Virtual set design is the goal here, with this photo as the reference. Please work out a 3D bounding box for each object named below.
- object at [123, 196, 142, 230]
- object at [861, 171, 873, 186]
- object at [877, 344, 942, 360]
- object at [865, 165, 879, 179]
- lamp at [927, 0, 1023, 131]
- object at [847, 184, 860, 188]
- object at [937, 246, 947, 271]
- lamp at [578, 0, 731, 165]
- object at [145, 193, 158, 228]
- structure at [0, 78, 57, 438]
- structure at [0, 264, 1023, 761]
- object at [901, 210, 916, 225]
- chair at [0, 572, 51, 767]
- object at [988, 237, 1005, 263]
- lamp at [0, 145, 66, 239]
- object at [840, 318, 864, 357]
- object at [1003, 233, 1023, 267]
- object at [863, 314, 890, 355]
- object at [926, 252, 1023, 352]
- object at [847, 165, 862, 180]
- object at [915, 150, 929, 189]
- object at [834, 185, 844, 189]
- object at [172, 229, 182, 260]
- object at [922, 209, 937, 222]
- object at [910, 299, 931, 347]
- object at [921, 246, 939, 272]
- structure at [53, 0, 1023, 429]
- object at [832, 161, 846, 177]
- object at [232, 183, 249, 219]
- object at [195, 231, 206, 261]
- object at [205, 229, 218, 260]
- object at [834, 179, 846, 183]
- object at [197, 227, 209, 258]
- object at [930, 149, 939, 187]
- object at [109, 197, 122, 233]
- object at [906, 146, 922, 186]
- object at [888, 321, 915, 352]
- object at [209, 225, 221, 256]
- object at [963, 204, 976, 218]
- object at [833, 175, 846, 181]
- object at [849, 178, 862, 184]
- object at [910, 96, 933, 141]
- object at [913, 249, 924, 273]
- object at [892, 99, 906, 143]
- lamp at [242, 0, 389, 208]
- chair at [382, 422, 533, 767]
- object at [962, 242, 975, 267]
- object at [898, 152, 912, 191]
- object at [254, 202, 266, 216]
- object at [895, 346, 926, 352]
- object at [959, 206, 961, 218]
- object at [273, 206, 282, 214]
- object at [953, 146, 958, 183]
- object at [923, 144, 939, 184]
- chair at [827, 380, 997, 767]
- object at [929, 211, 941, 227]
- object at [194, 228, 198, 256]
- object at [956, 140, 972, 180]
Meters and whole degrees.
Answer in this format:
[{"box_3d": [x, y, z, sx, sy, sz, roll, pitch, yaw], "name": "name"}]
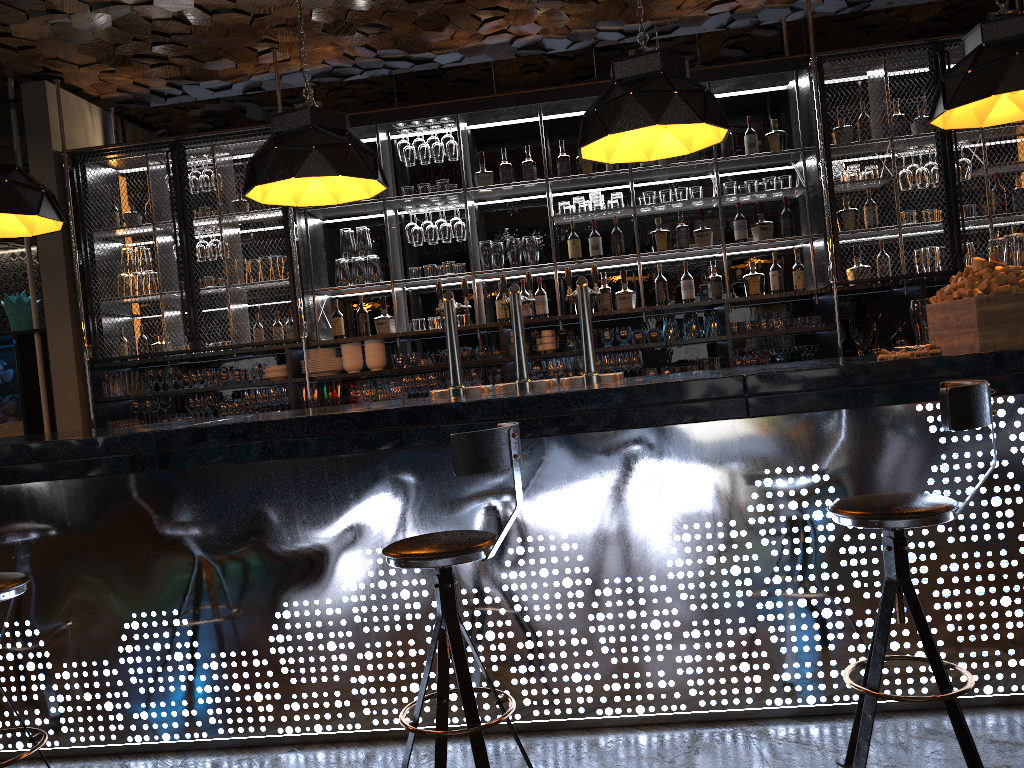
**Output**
[{"box_3d": [-2.761, -1.245, 6.449, 0.108, 0.244, 0.108, -6, 1, -5], "name": "object"}, {"box_3d": [2.420, -1.400, 6.030, 0.089, 0.092, 0.089, -5, 1, 32], "name": "object"}, {"box_3d": [1.352, -0.105, 3.044, 0.198, 0.045, 0.377, -5, 1, 44], "name": "object"}, {"box_3d": [2.381, -1.393, 5.869, 0.089, 0.092, 0.089, -6, 1, -33], "name": "object"}, {"box_3d": [1.868, -1.848, 3.430, 0.582, 1.564, 0.607, -5, 1, 6], "name": "lamp"}, {"box_3d": [2.321, -1.390, 6.046, 0.089, 0.092, 0.089, -6, 1, -33], "name": "object"}, {"box_3d": [2.871, -0.806, 5.872, 0.105, 0.209, 0.105, -6, 1, -9], "name": "object"}, {"box_3d": [0.474, -1.712, 3.454, 0.582, 1.564, 0.607, -5, 1, 6], "name": "lamp"}, {"box_3d": [-2.626, -1.268, 6.449, 0.075, 0.261, 0.075, -6, 1, -35], "name": "object"}, {"box_3d": [-5.329, -0.205, 6.745, 4.269, 3.734, 0.705, -5, 1, 6], "name": "structure"}, {"box_3d": [-0.150, 0.369, 3.562, 6.009, 1.685, 1.214, -5, 1, 6], "name": "structure"}, {"box_3d": [2.612, -1.089, 5.834, 0.089, 0.092, 0.089, -6, 1, -10], "name": "object"}, {"box_3d": [-1.533, 0.814, 2.485, 0.476, 1.108, 0.419, -5, 1, 6], "name": "chair"}, {"box_3d": [1.972, -0.482, 3.572, 0.105, 0.209, 0.105, -5, 1, 31], "name": "object"}, {"box_3d": [-2.286, -1.421, 3.734, 0.582, 1.606, 0.607, -5, 1, 6], "name": "lamp"}, {"box_3d": [2.234, -0.283, 5.892, 0.186, 0.307, 0.186, -5, 1, 12], "name": "object"}, {"box_3d": [1.969, -0.480, 3.455, 0.105, 0.209, 0.105, -5, 1, 31], "name": "object"}, {"box_3d": [2.410, -0.303, 5.874, 0.170, 0.313, 0.170, -6, 1, 0], "name": "object"}, {"box_3d": [1.694, -0.292, 3.101, 0.340, 0.332, 0.464, -5, 1, 9], "name": "object"}, {"box_3d": [2.271, -1.403, 5.892, 0.089, 0.092, 0.089, -5, 1, 32], "name": "object"}, {"box_3d": [2.757, -1.442, 5.968, 0.092, 0.244, 0.092, -6, 1, 0], "name": "object"}, {"box_3d": [2.203, -1.378, 6.020, 0.089, 0.092, 0.089, -5, 1, 29], "name": "object"}, {"box_3d": [-2.388, -0.994, 6.349, 0.081, 0.213, 0.081, -5, 1, 12], "name": "object"}, {"box_3d": [2.769, -1.105, 5.875, 0.089, 0.092, 0.089, -5, 1, 7], "name": "object"}, {"box_3d": [1.715, -0.247, 3.685, 0.105, 0.209, 0.105, -5, 1, 31], "name": "object"}, {"box_3d": [2.746, -0.793, 5.822, 0.105, 0.209, 0.105, -6, 1, -9], "name": "object"}, {"box_3d": [0.305, -0.654, 5.978, 6.750, 3.553, 1.143, -5, 1, 6], "name": "structure"}, {"box_3d": [2.162, -1.420, 5.878, 0.089, 0.092, 0.089, -5, 1, 32], "name": "object"}, {"box_3d": [-1.954, -1.318, 6.378, 0.108, 0.244, 0.108, -6, 1, -5], "name": "object"}, {"box_3d": [-2.278, -1.007, 6.483, 0.081, 0.213, 0.081, -5, 1, 12], "name": "object"}, {"box_3d": [-2.193, -1.015, 6.474, 0.081, 0.213, 0.081, -5, 1, 12], "name": "object"}, {"box_3d": [2.167, -1.372, 5.879, 0.089, 0.092, 0.089, -5, 1, 32], "name": "object"}, {"box_3d": [-2.207, -1.012, 6.331, 0.081, 0.213, 0.081, -5, 1, 12], "name": "object"}, {"box_3d": [2.855, -1.452, 5.958, 0.092, 0.244, 0.092, -6, 1, 0], "name": "object"}, {"box_3d": [-2.912, -1.241, 6.504, 0.075, 0.260, 0.075, -6, 1, -35], "name": "object"}, {"box_3d": [2.632, -1.428, 5.815, 0.092, 0.244, 0.092, -6, 1, 0], "name": "object"}, {"box_3d": [2.548, -0.282, 5.804, 0.158, 0.248, 0.158, -6, 1, 0], "name": "object"}, {"box_3d": [-2.118, -1.020, 6.321, 0.081, 0.213, 0.081, -5, 1, 12], "name": "object"}, {"box_3d": [3.007, -1.127, 5.834, 0.089, 0.092, 0.089, -6, 1, -10], "name": "object"}, {"box_3d": [2.165, -1.394, 5.879, 0.089, 0.092, 0.089, -5, 1, 32], "name": "object"}, {"box_3d": [2.273, -1.383, 5.893, 0.089, 0.092, 0.089, -5, 1, 32], "name": "object"}, {"box_3d": [2.720, -1.766, 5.890, 0.123, 0.279, 0.123, -5, 1, 10], "name": "object"}, {"box_3d": [2.750, -0.795, 5.937, 0.105, 0.209, 0.105, -6, 1, -9], "name": "object"}, {"box_3d": [2.566, -1.754, 5.905, 0.083, 0.282, 0.083, -5, 1, 6], "name": "object"}, {"box_3d": [-0.895, -1.583, 3.715, 0.582, 1.564, 0.607, -5, 1, 6], "name": "lamp"}, {"box_3d": [-0.146, 0.679, 2.442, 0.476, 1.108, 0.419, -5, 1, 21], "name": "chair"}, {"box_3d": [2.973, -0.815, 5.801, 0.105, 0.209, 0.105, -6, 1, -9], "name": "object"}, {"box_3d": [2.648, -1.432, 5.979, 0.092, 0.244, 0.092, -6, 1, 0], "name": "object"}, {"box_3d": [-1.818, -1.333, 6.362, 0.073, 0.246, 0.072, -6, 1, -9], "name": "object"}, {"box_3d": [1.748, -0.152, 3.567, 0.273, 0.019, 0.437, -5, 1, 6], "name": "object"}, {"box_3d": [2.904, -1.117, 5.799, 0.089, 0.092, 0.089, -6, 1, -10], "name": "object"}, {"box_3d": [-1.674, -1.347, 6.347, 0.073, 0.246, 0.072, -5, 1, 21], "name": "object"}, {"box_3d": [2.958, -1.462, 5.947, 0.092, 0.244, 0.092, -6, 1, 0], "name": "object"}, {"box_3d": [2.741, -1.438, 5.804, 0.092, 0.244, 0.092, -6, 1, 0], "name": "object"}, {"box_3d": [1.064, 0.561, 2.365, 0.476, 1.108, 0.419, -5, 1, 21], "name": "chair"}, {"box_3d": [2.849, -1.114, 5.979, 0.089, 0.092, 0.089, -6, 1, -18], "name": "object"}, {"box_3d": [-2.293, -1.003, 6.339, 0.081, 0.213, 0.081, -5, 1, 12], "name": "object"}, {"box_3d": [2.941, -1.457, 5.783, 0.092, 0.244, 0.092, -6, 1, 0], "name": "object"}]
